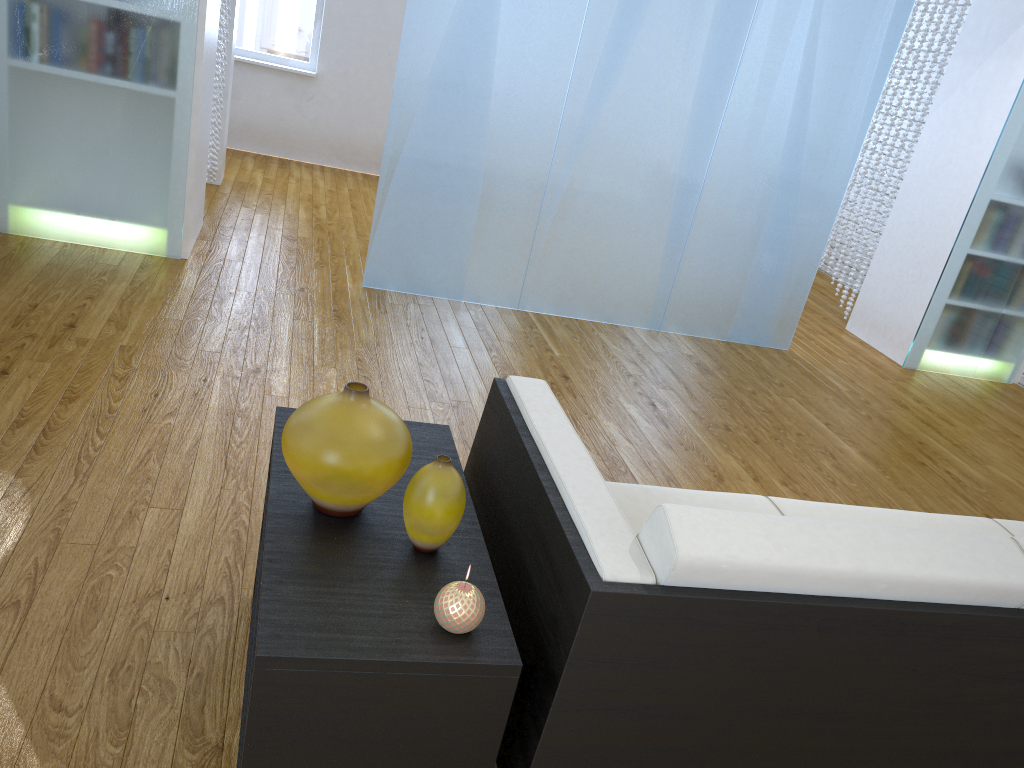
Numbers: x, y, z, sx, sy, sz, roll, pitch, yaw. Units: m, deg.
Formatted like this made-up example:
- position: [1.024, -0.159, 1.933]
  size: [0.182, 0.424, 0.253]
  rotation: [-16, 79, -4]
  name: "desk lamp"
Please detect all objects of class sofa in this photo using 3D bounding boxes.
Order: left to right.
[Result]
- position: [0.846, 0.198, 2.481]
  size: [5.342, 0.686, 9.608]
  rotation: [7, 22, -16]
  name: "sofa"

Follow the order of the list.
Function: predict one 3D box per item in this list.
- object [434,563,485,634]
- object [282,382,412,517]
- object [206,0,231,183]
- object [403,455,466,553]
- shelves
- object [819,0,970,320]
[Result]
- position: [-0.068, 0.291, 1.223]
  size: [0.071, 0.105, 0.070]
  rotation: [17, 23, 9]
  name: "object"
- position: [-0.264, 0.101, 1.422]
  size: [0.206, 0.218, 0.206]
  rotation: [23, 24, 23]
  name: "object"
- position: [-1.455, -1.916, 4.441]
  size: [0.051, 2.038, 0.912]
  rotation: [7, 23, -16]
  name: "object"
- position: [-0.121, 0.185, 1.377]
  size: [0.095, 0.162, 0.095]
  rotation: [23, 24, 23]
  name: "object"
- position: [-0.273, 0.416, 1.559]
  size: [0.349, 0.456, 0.721]
  rotation: [7, 23, -16]
  name: "shelves"
- position: [2.208, -1.455, 5.480]
  size: [0.051, 2.038, 0.912]
  rotation: [7, 23, -16]
  name: "object"
